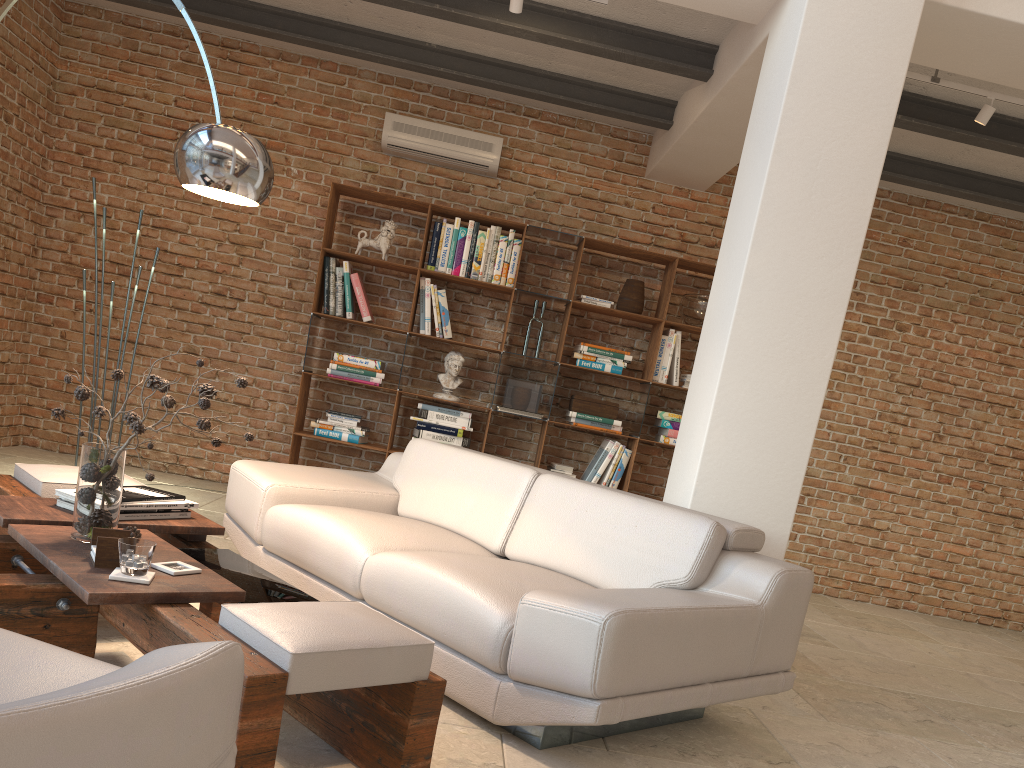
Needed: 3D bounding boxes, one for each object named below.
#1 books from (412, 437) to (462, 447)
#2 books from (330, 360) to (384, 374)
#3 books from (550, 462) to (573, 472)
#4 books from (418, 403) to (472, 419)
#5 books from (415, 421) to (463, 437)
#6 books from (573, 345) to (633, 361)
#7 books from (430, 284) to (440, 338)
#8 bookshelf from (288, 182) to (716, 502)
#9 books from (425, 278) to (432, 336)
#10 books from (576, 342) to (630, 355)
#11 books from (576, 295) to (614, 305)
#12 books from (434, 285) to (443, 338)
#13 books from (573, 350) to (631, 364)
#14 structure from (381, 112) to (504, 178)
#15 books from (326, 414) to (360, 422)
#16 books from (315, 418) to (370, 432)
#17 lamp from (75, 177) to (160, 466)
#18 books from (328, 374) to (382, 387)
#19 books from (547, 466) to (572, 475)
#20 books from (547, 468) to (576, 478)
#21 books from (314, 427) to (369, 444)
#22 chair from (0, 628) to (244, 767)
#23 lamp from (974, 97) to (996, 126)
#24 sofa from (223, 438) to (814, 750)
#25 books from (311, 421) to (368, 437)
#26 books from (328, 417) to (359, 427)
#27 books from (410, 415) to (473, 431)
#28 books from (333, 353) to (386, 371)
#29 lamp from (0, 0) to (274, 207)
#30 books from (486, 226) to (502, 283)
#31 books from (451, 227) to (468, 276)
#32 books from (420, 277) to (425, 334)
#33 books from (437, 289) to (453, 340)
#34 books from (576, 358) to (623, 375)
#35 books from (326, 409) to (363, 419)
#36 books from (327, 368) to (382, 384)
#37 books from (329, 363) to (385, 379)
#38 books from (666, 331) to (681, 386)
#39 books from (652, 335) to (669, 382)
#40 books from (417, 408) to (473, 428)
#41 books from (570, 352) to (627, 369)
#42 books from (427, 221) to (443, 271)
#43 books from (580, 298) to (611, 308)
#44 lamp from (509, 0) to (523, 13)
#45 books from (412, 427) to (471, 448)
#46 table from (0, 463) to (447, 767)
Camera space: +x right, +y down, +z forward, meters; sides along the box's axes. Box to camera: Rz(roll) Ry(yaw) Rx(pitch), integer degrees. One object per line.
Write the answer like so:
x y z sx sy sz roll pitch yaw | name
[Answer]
-0.532 0.439 6.287 0.362 0.056 0.278 11 -1 -2 | books
-1.088 -0.119 6.160 0.357 0.021 0.267 11 -1 -6 | books
0.364 0.608 6.375 0.133 0.034 0.202 11 -1 -9 | books
-0.479 0.189 6.245 0.381 0.037 0.240 11 -1 -4 | books
-0.523 0.316 6.239 0.328 0.056 0.250 11 -1 -9 | books
0.643 -0.217 6.217 0.382 0.037 0.239 11 -1 -11 | books
-0.537 -0.502 6.122 0.125 0.355 0.266 11 5 -3 | books
0.076 0.054 6.232 3.043 2.242 0.355 11 9 -5 | bookshelf
-0.585 -0.529 6.105 0.104 0.390 0.238 11 6 -3 | books
0.646 -0.246 6.232 0.357 0.021 0.267 11 -1 -6 | books
0.579 -0.584 6.116 0.238 0.019 0.167 12 -1 -11 | books
-0.516 -0.498 6.133 0.125 0.355 0.266 11 5 -3 | books
0.636 -0.190 6.230 0.382 0.018 0.239 12 -1 -12 | books
-0.481 -1.652 6.039 0.815 0.223 0.196 11 5 -5 | structure
-1.205 0.239 6.235 0.238 0.019 0.167 12 -1 -11 | books
-1.206 0.292 6.214 0.382 0.018 0.239 12 -1 -12 | books
-2.484 -0.279 5.394 0.422 1.854 0.193 5 11 -33 | lamp
-1.105 -0.026 6.169 0.357 0.021 0.268 11 -1 -4 | books
0.347 0.630 6.374 0.162 0.017 0.248 11 -1 -4 | books
0.362 0.652 6.389 0.172 0.019 0.232 11 -1 -11 | books
-1.215 0.366 6.228 0.325 0.056 0.252 11 -1 6 | books
-1.031 0.354 1.175 1.019 1.034 0.963 12 5 12 | chair
2.276 -1.302 4.190 0.060 0.131 0.083 6 8 -34 | lamp
-0.128 0.701 3.531 1.156 0.769 2.272 9 2 -44 | sofa
-1.227 0.316 6.227 0.381 0.037 0.240 11 -1 -4 | books
-1.204 0.266 6.233 0.206 0.034 0.130 11 0 -4 | books
-0.500 0.281 6.246 0.446 0.021 0.268 11 -1 -4 | books
-1.072 -0.156 6.152 0.327 0.056 0.251 11 -1 -2 | books
-1.746 -0.438 3.430 1.989 2.393 0.318 14 9 31 | lamp
-0.130 -0.880 6.078 0.036 0.390 0.238 10 6 -3 | books
-0.366 -0.899 6.072 0.056 0.335 0.249 11 6 -3 | books
-0.623 -0.537 6.124 0.102 0.390 0.238 11 6 -3 | books
-0.470 -0.480 6.124 0.158 0.335 0.249 11 5 -4 | books
0.627 -0.116 6.244 0.325 0.056 0.252 11 -1 6 | books
-1.190 0.215 6.211 0.253 0.017 0.159 11 -1 -4 | books
-1.108 -0.056 6.157 0.382 0.037 0.240 11 -1 -9 | books
-1.090 -0.091 6.145 0.382 0.037 0.239 11 -1 -11 | books
1.165 -0.177 6.284 0.102 0.390 0.238 11 6 -3 | books
1.032 -0.176 6.256 0.056 0.335 0.249 11 6 -3 | books
-0.485 0.241 6.258 0.382 0.065 0.239 11 0 -10 | books
0.615 -0.166 6.243 0.381 0.037 0.240 11 -1 -4 | books
-0.534 -0.933 6.057 0.056 0.335 0.249 11 6 -3 | books
0.580 -0.557 6.114 0.206 0.034 0.130 11 0 -4 | books
0.023 -1.764 4.000 0.060 0.117 0.093 11 5 3 | lamp
-0.509 0.382 6.262 0.383 0.065 0.239 12 0 -18 | books
-1.488 0.576 2.435 1.993 0.436 2.151 12 -1 -43 | table
